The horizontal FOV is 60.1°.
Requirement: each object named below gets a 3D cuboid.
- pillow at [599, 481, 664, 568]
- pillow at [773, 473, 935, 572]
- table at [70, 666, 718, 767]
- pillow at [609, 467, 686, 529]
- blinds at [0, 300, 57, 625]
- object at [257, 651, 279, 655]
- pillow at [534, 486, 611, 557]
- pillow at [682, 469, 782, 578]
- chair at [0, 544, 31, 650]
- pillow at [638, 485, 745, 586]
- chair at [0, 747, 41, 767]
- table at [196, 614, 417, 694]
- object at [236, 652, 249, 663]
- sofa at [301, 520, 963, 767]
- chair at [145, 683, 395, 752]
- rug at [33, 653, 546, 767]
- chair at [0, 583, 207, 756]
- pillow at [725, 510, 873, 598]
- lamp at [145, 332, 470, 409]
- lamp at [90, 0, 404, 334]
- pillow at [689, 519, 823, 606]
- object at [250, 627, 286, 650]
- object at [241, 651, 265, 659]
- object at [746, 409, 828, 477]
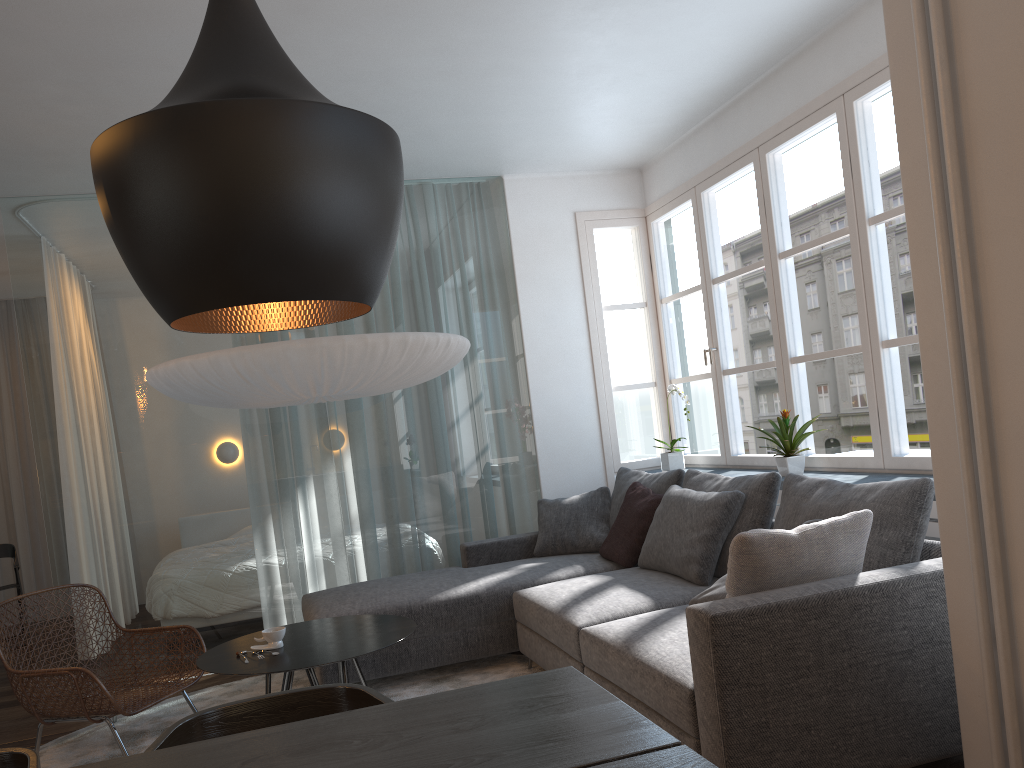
[{"bbox_3d":[0.637,0.739,4.693,0.310,0.403,0.522,-7,-1,-14],"label":"pillow"},{"bbox_3d":[1.195,0.583,3.262,0.274,0.477,0.838,-7,-1,-16],"label":"pillow"},{"bbox_3d":[-0.875,1.050,1.108,2.494,0.680,1.109,-6,-2,-16],"label":"table"},{"bbox_3d":[0.714,0.719,4.980,0.274,0.478,0.838,-7,-1,-16],"label":"pillow"},{"bbox_3d":[-4.255,0.660,7.488,1.804,2.739,0.153,-7,2,-13],"label":"blinds"},{"bbox_3d":[-0.924,1.017,3.352,0.125,0.010,0.026,-9,-3,40],"label":"object"},{"bbox_3d":[0.350,0.810,5.191,0.517,0.360,0.345,-7,-1,24],"label":"pillow"},{"bbox_3d":[0.959,0.650,4.145,0.276,0.475,0.841,-7,-1,-16],"label":"pillow"},{"bbox_3d":[-4.045,1.647,6.808,0.499,0.776,0.564,-7,0,-36],"label":"chair"},{"bbox_3d":[0.822,0.691,4.121,0.291,0.397,0.668,-7,-1,-16],"label":"pillow"},{"bbox_3d":[-1.102,1.106,1.638,0.592,0.672,0.520,-7,0,-15],"label":"chair"},{"bbox_3d":[-0.770,1.247,3.492,0.845,0.473,0.849,-7,-2,-14],"label":"table"},{"bbox_3d":[-1.013,1.024,3.317,0.014,0.015,0.168,-7,-2,-29],"label":"object"},{"bbox_3d":[0.175,1.051,3.869,2.034,0.672,3.076,-6,-2,-16],"label":"sofa"},{"bbox_3d":[-0.451,1.035,1.826,0.591,0.672,0.521,-7,0,-17],"label":"chair"},{"bbox_3d":[-0.869,1.497,3.598,2.825,0.012,2.850,-5,-3,-36],"label":"rug"},{"bbox_3d":[-1.878,1.278,4.026,0.687,0.710,0.716,-7,0,17],"label":"chair"},{"bbox_3d":[0.868,0.618,2.748,0.493,0.415,0.287,-7,0,-17],"label":"pillow"},{"bbox_3d":[-0.917,-0.027,4.137,1.474,0.210,1.466,-8,-3,21],"label":"lamp"},{"bbox_3d":[-0.365,-0.360,1.224,0.412,0.542,0.409,-7,0,18],"label":"lamp"},{"bbox_3d":[0.940,0.676,3.315,0.442,0.321,0.494,-6,-1,-34],"label":"pillow"},{"bbox_3d":[-0.949,0.995,3.447,0.139,0.069,0.091,-7,-1,-4],"label":"object"},{"bbox_3d":[-0.981,1.021,3.345,0.025,0.016,0.164,-6,-3,-41],"label":"object"},{"bbox_3d":[1.344,0.282,4.274,0.321,0.329,0.378,-7,-1,-41],"label":"object"}]
